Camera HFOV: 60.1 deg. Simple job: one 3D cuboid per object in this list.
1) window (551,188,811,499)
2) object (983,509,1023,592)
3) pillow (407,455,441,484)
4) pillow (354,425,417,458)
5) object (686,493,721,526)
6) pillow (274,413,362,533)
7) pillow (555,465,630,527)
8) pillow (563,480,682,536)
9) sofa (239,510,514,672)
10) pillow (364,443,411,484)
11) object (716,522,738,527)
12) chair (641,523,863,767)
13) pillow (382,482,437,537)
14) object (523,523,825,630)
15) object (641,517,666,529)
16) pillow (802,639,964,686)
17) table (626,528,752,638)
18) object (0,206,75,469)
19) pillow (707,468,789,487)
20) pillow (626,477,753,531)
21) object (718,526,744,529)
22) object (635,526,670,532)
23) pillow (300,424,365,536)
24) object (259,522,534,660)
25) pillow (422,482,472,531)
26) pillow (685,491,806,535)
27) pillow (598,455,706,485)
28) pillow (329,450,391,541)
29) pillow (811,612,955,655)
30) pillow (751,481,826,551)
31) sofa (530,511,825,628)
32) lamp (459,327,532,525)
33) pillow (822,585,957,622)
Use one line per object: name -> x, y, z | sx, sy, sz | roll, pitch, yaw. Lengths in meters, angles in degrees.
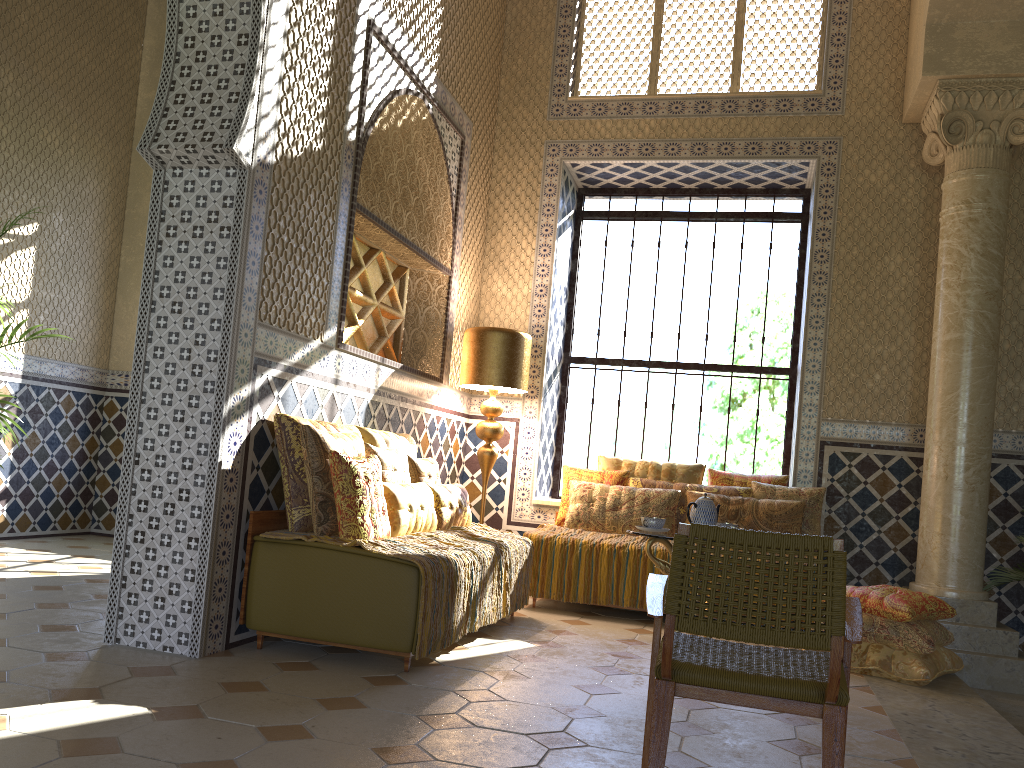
window -> -0.775, -0.621, 11.238 | 8.476, 3.981, 0.576 | 4, -3, 12
object -> 5.544, 1.680, 7.371 | 2.641, 2.496, 2.171 | 5, -4, 2
pillow -> -0.775, 0.959, 7.822 | 0.313, 0.636, 0.684 | 4, -4, 16
pillow -> -1.066, 0.822, 7.777 | 0.422, 0.830, 1.198 | 4, -4, 15
object -> 1.417, 0.968, 6.558 | 0.273, 0.323, 0.199 | 5, -3, 5
pillow -> -1.376, 0.684, 6.624 | 0.422, 0.830, 1.198 | 4, -4, 15
pillow -> 0.861, 1.241, 9.548 | 0.740, 0.691, 0.342 | 4, -3, 16
pillow -> 1.140, 1.321, 9.219 | 1.190, 0.545, 0.330 | 4, -3, 15
sofa -> -0.808, 1.512, 7.061 | 1.272, 0.934, 2.863 | 4, -5, 15
pillow -> -0.981, 0.837, 7.049 | 0.340, 0.691, 0.744 | 4, -4, 16
object -> 1.641, 1.121, 6.814 | 0.183, 0.100, 0.184 | 5, -5, 4
chair -> 0.972, 1.191, 3.685 | 0.949, 1.206, 0.910 | 4, -4, 15
pillow -> -0.817, 0.995, 6.905 | 0.271, 0.449, 0.987 | 4, -5, 15
object -> 1.592, 1.901, 8.967 | 2.882, 0.716, 1.320 | 4, -5, 16
object -> 1.052, 1.049, 6.611 | 0.183, 0.100, 0.183 | 5, -5, -3
pillow -> 3.044, 2.218, 7.245 | 0.990, 0.367, 1.047 | 1, -7, 40
table -> 1.346, 1.609, 6.494 | 1.099, 0.978, 1.105 | 1, -6, 45
object -> -5.424, -0.129, 8.059 | 2.254, 3.544, 2.765 | 4, -4, 19
pillow -> 2.473, 1.323, 9.396 | 0.854, 0.798, 0.395 | 4, -3, 16
pillow -> 1.824, 1.330, 9.262 | 1.340, 0.614, 0.372 | 4, -3, 15
object -> 1.523, 1.051, 6.190 | 0.183, 0.100, 0.184 | 4, -5, 12
object -> 1.048, 1.087, 6.610 | 0.256, 0.032, 0.256 | 6, -5, -6
pillow -> -1.244, 0.711, 6.354 | 0.383, 0.778, 0.838 | 4, -4, 16
object -> -0.751, 1.506, 7.033 | 1.312, 0.716, 2.899 | 4, -5, 16
pillow -> -0.574, 1.103, 7.807 | 0.271, 0.449, 0.987 | 4, -5, 15
pillow -> 2.318, 1.395, 8.897 | 1.190, 0.545, 0.330 | 4, -3, 15
pillow -> 1.465, 1.225, 9.614 | 1.191, 0.830, 0.424 | 4, -3, 15
pillow -> -1.038, 0.804, 6.143 | 0.344, 0.649, 0.688 | 4, -4, 15
pillow -> 3.041, 2.015, 7.249 | 0.930, 0.346, 0.884 | 1, -6, 36
pillow -> 2.792, 1.363, 9.020 | 0.740, 0.691, 0.342 | 4, -3, 16
sofa -> 1.645, 1.919, 9.016 | 2.846, 0.935, 1.279 | 4, -5, 15
lamp -> -0.269, 0.834, 9.500 | 0.738, 2.807, 0.737 | 6, -3, -15
pillow -> 3.073, 1.808, 7.245 | 0.750, 0.310, 0.803 | 9, -7, -40
